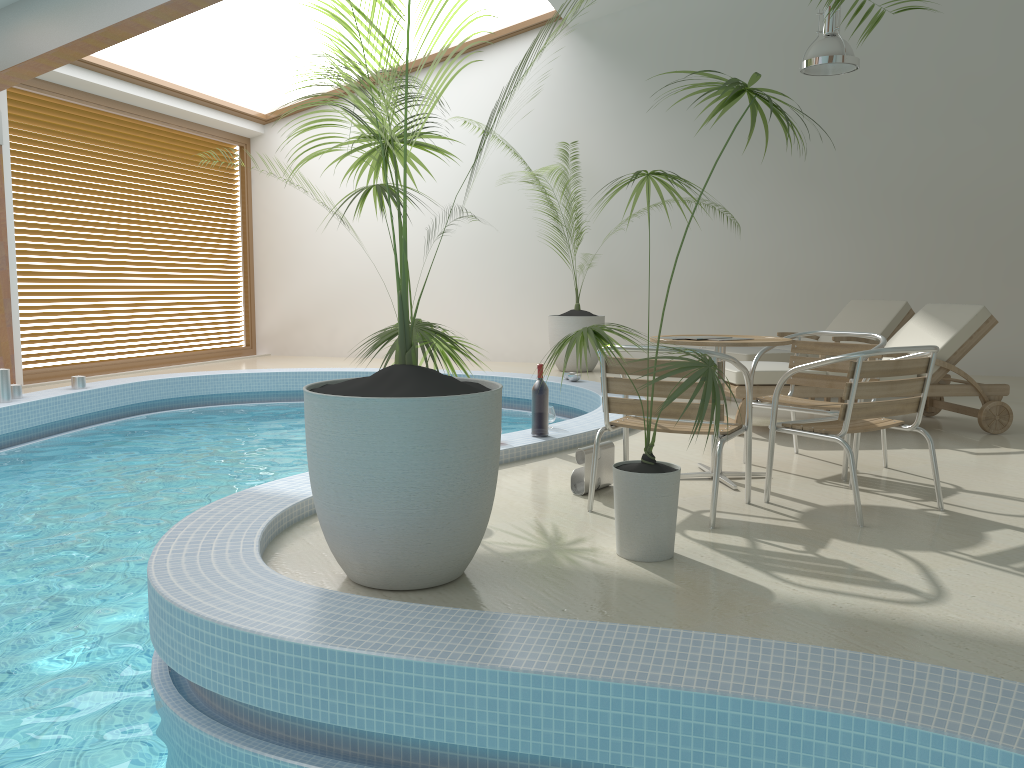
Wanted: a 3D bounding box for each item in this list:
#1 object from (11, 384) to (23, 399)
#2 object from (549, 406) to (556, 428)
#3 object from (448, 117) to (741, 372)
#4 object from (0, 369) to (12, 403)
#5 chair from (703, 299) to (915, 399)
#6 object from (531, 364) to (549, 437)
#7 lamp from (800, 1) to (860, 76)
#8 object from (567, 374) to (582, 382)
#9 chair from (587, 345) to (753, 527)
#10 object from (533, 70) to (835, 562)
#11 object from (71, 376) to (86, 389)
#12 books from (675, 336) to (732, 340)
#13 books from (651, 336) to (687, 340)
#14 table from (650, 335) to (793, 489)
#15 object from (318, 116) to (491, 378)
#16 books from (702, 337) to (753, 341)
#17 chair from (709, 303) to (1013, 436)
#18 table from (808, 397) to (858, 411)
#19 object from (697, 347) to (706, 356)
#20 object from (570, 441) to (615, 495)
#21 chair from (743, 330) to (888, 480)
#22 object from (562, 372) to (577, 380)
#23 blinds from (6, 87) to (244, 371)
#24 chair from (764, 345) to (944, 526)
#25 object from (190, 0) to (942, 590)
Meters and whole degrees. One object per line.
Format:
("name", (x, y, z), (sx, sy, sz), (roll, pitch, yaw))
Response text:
("object", (-3.962, 0.060, 7.055), (0.115, 0.107, 0.115), (-3, 7, -24))
("object", (0.229, 0.211, 5.666), (0.102, 0.137, 0.102), (3, 7, 25))
("object", (0.887, -1.615, 10.075), (2.979, 2.960, 2.729), (-2, 7, -19))
("object", (-3.917, 0.013, 6.813), (0.115, 0.254, 0.115), (-4, 7, -33))
("chair", (2.702, -0.324, 8.002), (1.903, 0.866, 0.861), (-2, 7, -21))
("object", (0.169, 0.097, 5.327), (0.109, 0.435, 0.109), (-5, 8, -38))
("lamp", (2.845, -3.787, 7.830), (0.506, 1.958, 0.505), (2, 7, 17))
("object", (0.591, -0.057, 8.431), (0.140, 0.069, 0.140), (-1, 6, -14))
("chair", (0.708, 0.179, 3.939), (0.618, 0.727, 0.563), (4, 7, 29))
("object", (0.581, -0.218, 3.177), (0.791, 1.695, 1.059), (-5, 8, -37))
("object", (-3.780, -0.014, 7.736), (0.115, 0.107, 0.115), (-3, 7, -24))
("books", (0.951, -0.231, 4.420), (0.241, 0.004, 0.166), (-4, 7, -32))
("books", (0.840, -0.231, 4.454), (0.241, 0.004, 0.166), (-4, 7, -32))
("table", (1.050, 0.127, 4.521), (0.700, 0.720, 0.700), (5, 8, 36))
("object", (-0.491, -0.300, 3.902), (0.791, 1.695, 1.059), (1, 6, 4))
("books", (1.053, -0.224, 4.390), (0.241, 0.004, 0.166), (-4, 7, -32))
("chair", (2.387, -0.133, 6.253), (1.903, 0.866, 0.861), (0, 6, -5))
("table", (2.531, 0.098, 6.955), (0.283, 0.255, 0.320), (0, 6, -5))
("object", (1.876, -0.298, 8.745), (0.102, 0.137, 0.102), (4, 7, 31))
("object", (0.390, 0.401, 4.277), (0.081, 0.223, 0.272), (5, 8, 36))
("chair", (1.663, 0.084, 4.833), (0.563, 0.727, 0.618), (-5, 8, -41))
("object", (0.556, -0.077, 8.610), (0.140, 0.069, 0.140), (-1, 6, -14))
("blinds", (-4.502, -1.670, 10.475), (0.095, 2.921, 4.414), (2, 7, 17))
("chair", (1.531, 0.178, 3.973), (0.618, 0.727, 0.563), (-4, 7, -31))
("object", (-0.332, -0.850, 3.068), (2.979, 2.960, 2.729), (4, 8, 34))
